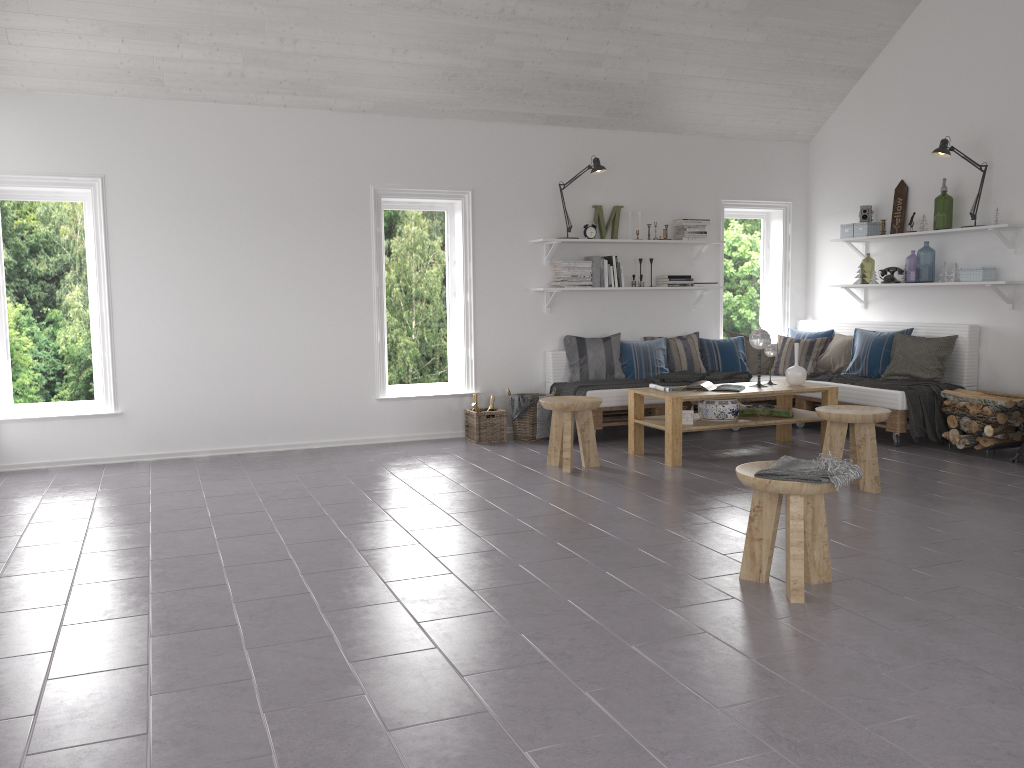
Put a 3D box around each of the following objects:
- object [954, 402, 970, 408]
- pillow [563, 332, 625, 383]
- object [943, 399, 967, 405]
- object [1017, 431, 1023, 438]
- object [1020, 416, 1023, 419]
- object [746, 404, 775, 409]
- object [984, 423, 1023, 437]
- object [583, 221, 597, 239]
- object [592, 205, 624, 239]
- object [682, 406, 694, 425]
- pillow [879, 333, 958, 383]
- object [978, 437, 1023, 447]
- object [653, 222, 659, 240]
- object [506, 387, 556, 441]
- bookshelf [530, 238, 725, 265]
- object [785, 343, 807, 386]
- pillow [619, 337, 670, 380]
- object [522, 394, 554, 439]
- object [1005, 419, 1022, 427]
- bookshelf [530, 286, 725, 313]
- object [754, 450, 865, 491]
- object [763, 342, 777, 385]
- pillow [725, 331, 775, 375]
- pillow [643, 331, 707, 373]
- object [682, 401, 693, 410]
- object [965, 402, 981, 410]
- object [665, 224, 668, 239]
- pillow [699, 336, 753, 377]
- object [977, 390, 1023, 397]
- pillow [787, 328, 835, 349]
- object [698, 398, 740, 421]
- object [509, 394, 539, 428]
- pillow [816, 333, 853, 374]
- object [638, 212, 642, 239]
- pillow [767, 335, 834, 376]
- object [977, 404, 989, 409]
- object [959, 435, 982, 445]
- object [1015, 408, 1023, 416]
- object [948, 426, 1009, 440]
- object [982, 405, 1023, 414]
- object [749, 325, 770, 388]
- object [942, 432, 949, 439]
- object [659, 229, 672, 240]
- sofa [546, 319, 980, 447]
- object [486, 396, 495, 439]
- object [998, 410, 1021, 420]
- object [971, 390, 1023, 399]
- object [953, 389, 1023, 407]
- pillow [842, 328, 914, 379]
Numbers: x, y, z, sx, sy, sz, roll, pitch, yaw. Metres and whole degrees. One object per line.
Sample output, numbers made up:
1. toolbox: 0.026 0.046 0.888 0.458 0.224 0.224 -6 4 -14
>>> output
1. object: 3.471 0.138 6.539 0.467 0.060 0.098 -3 6 -19
2. pillow: 0.713 -0.216 7.696 0.534 0.444 0.301 -1 6 -6
3. object: 3.434 0.129 6.615 0.467 0.061 0.098 -3 6 -21
4. object: 3.558 0.336 6.518 0.095 0.063 0.562 -3 6 -21
5. object: 3.562 0.214 6.525 0.101 0.070 0.539 -3 6 -21
6. object: 1.889 0.169 6.694 0.176 0.029 0.195 -2 6 -12
7. object: 3.584 0.296 6.322 0.520 0.142 0.118 -3 6 -18
8. object: 0.674 -1.328 7.670 0.120 0.165 0.050 -3 6 -22
9. object: 0.831 -1.421 7.848 0.330 0.311 0.052 -3 6 -22
10. object: 1.232 0.224 6.409 0.155 0.102 0.281 0 6 11
11. pillow: 3.250 -0.202 7.090 0.334 0.395 0.519 -6 8 -44
12. object: 3.555 0.408 6.365 0.467 0.060 0.096 -3 6 -22
13. object: 1.270 -1.350 7.837 0.066 0.160 0.066 -5 7 -35
14. object: 0.162 0.243 7.390 0.393 0.432 0.393 -5 7 -35
15. bookshelf: 1.048 -1.163 7.856 1.820 0.212 0.269 -3 6 -22
16. object: 2.159 -0.149 6.736 0.155 0.325 0.155 4 7 38
17. pillow: 1.148 -0.203 7.826 0.525 0.401 0.331 -1 6 -3
18. object: 0.185 0.258 7.353 0.290 0.356 0.349 -4 6 -28
19. object: 3.427 0.243 6.444 0.095 0.063 0.562 -3 6 -21
20. bookshelf: 1.053 -0.754 7.897 1.820 0.212 0.269 -3 6 -22
21. object: 1.185 0.337 3.547 0.348 0.120 0.462 4 7 38
22. object: 1.989 -0.159 6.823 0.109 0.329 0.109 3 7 36
23. pillow: 2.278 -0.285 8.320 0.545 0.438 0.334 -2 6 -17
24. pillow: 1.490 -0.245 7.993 0.546 0.438 0.316 -2 6 -10
25. object: 1.252 0.197 6.469 0.090 0.139 0.182 3 7 33
26. object: 3.505 0.145 6.456 0.467 0.068 0.096 -3 6 -22
27. object: 1.389 -1.362 7.971 0.055 0.153 0.055 3 7 35
28. pillow: 1.922 -0.229 8.105 0.523 0.408 0.341 -1 6 -6
29. object: 3.628 0.094 6.532 0.095 0.063 0.467 -3 6 -22
30. pillow: 2.797 -0.310 8.375 0.534 0.437 0.287 4 7 40
31. object: 1.523 0.182 6.536 0.302 0.161 0.302 -3 6 -26
32. object: 0.133 0.245 7.325 0.303 0.332 0.367 2 6 24
33. pillow: 2.932 -0.245 7.862 0.366 0.381 0.521 -3 6 -25
34. object: 1.142 -1.404 7.908 0.084 0.256 0.084 3 7 36
35. pillow: 2.631 -0.245 8.136 0.516 0.392 0.358 4 7 37
36. object: 3.520 0.153 6.385 0.425 0.034 0.044 -3 6 -23
37. object: 3.512 0.390 6.474 0.562 0.056 0.097 -3 6 -22
38. object: 3.557 0.178 6.483 0.097 0.057 0.562 -3 6 -22
39. object: 3.383 0.345 6.448 0.095 0.069 0.468 -3 6 -22
40. object: 3.555 0.160 6.324 0.466 0.088 0.098 -3 6 -21
41. object: 1.860 -0.211 6.666 0.155 0.468 0.155 -6 8 -43
42. object: 3.475 0.367 6.699 0.561 0.056 0.052 -3 6 -22
43. object: 1.358 -1.326 7.882 0.124 0.100 0.124 -1 6 1
44. sofa: 1.989 -0.023 7.392 2.855 0.932 2.017 -3 6 -22
45. object: -0.196 0.279 7.413 0.127 0.361 0.094 -3 6 -22
46. object: 3.443 0.203 6.476 0.099 0.082 0.538 -3 6 -22
47. object: 3.553 0.098 6.492 0.101 0.070 0.541 -3 6 -21
48. object: 3.453 0.098 6.462 0.095 0.074 0.562 -3 6 -21
49. pillow: 3.075 -0.261 7.477 0.311 0.428 0.526 -6 8 -43
